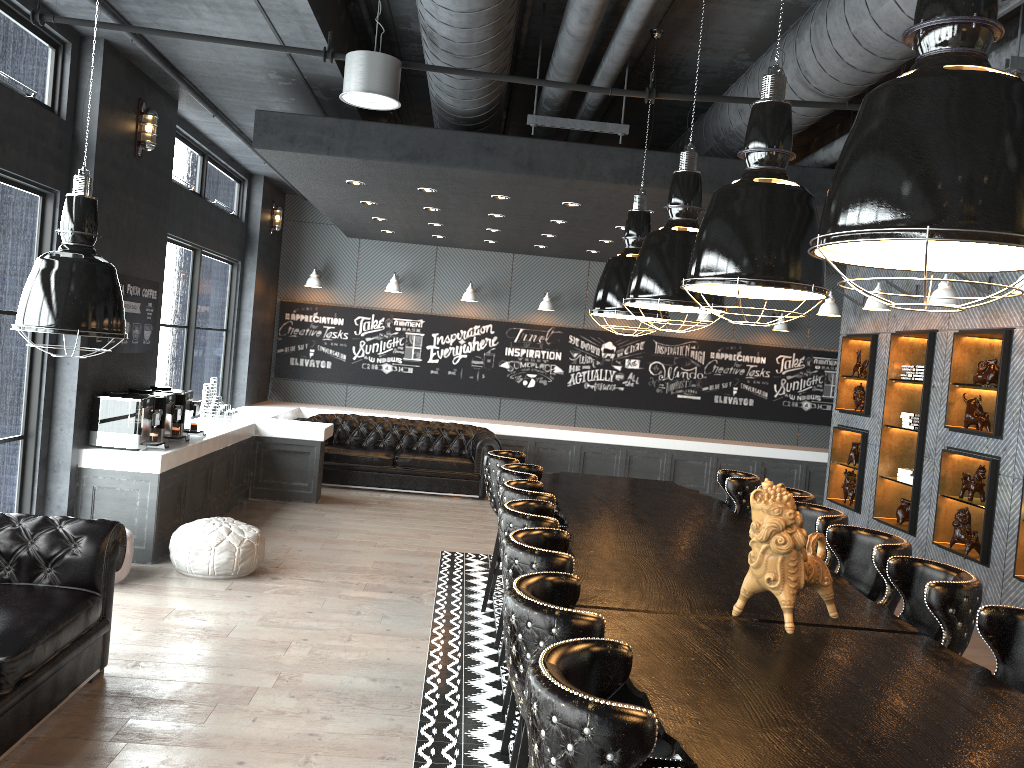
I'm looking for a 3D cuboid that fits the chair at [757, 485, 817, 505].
[{"bbox_3d":[1.616,1.221,5.722,0.568,1.092,0.504,5,1,-6],"label":"chair"}]

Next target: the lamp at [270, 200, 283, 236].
[{"bbox_3d":[-3.199,-2.251,12.083,0.139,0.480,0.145,5,1,-3],"label":"lamp"}]

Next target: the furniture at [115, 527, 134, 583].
[{"bbox_3d":[-2.954,1.174,6.134,0.615,0.420,0.610,5,2,-9],"label":"furniture"}]

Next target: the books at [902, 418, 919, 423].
[{"bbox_3d":[3.764,0.346,8.185,0.245,0.028,0.193,5,2,-3],"label":"books"}]

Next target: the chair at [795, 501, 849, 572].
[{"bbox_3d":[1.557,1.240,5.033,0.568,1.092,0.504,5,2,-13],"label":"chair"}]

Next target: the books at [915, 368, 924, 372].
[{"bbox_3d":[3.832,-0.118,8.063,0.193,0.028,0.245,4,2,-23],"label":"books"}]

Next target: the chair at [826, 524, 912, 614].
[{"bbox_3d":[1.593,1.267,4.330,0.568,1.092,0.504,5,1,-8],"label":"chair"}]

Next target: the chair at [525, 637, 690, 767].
[{"bbox_3d":[0.270,1.222,2.112,0.568,1.092,0.504,5,1,1],"label":"chair"}]

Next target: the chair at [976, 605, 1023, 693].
[{"bbox_3d":[1.581,1.315,2.886,0.568,1.092,0.504,5,1,-1],"label":"chair"}]

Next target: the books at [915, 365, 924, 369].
[{"bbox_3d":[3.835,-0.146,8.061,0.193,0.028,0.245,4,2,-31],"label":"books"}]

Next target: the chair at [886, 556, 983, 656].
[{"bbox_3d":[1.563,1.287,3.647,0.568,1.092,0.504,5,1,5],"label":"chair"}]

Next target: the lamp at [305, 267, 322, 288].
[{"bbox_3d":[-2.756,-1.511,12.589,0.244,0.287,0.490,6,2,13],"label":"lamp"}]

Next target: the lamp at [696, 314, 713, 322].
[{"bbox_3d":[2.815,-1.051,12.884,0.244,0.287,0.490,6,2,13],"label":"lamp"}]

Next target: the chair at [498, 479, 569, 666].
[{"bbox_3d":[0.166,1.116,4.957,0.568,1.092,0.504,5,1,-6],"label":"chair"}]

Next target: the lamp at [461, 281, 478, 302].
[{"bbox_3d":[-0.568,-1.323,12.705,0.244,0.287,0.490,6,2,13],"label":"lamp"}]

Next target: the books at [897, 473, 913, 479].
[{"bbox_3d":[3.723,0.861,8.229,0.166,0.024,0.227,5,2,-17],"label":"books"}]

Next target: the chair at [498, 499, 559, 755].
[{"bbox_3d":[0.172,1.141,4.253,0.568,1.092,0.504,5,1,0],"label":"chair"}]

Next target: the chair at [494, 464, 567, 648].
[{"bbox_3d":[0.140,1.090,5.672,0.568,1.092,0.504,5,1,6],"label":"chair"}]

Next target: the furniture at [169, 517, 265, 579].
[{"bbox_3d":[-2.209,1.213,6.663,0.679,0.383,0.679,5,2,-3],"label":"furniture"}]

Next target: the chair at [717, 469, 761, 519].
[{"bbox_3d":[1.475,1.184,6.459,0.568,1.092,0.504,5,1,6],"label":"chair"}]

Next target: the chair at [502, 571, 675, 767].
[{"bbox_3d":[0.210,1.194,2.796,0.568,1.092,0.504,5,1,-5],"label":"chair"}]

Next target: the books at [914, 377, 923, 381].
[{"bbox_3d":[3.825,-0.034,8.065,0.193,0.028,0.245,4,2,-24],"label":"books"}]

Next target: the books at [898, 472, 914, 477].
[{"bbox_3d":[3.747,0.840,8.231,0.243,0.024,0.175,5,2,-12],"label":"books"}]

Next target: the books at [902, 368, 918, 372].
[{"bbox_3d":[3.816,-0.129,8.350,0.193,0.028,0.245,5,2,2],"label":"books"}]

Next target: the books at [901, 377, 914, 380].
[{"bbox_3d":[3.808,-0.045,8.352,0.193,0.028,0.245,5,2,1],"label":"books"}]

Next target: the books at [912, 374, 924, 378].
[{"bbox_3d":[3.809,-0.064,8.078,0.193,0.028,0.245,5,2,-16],"label":"books"}]

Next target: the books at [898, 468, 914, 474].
[{"bbox_3d":[3.732,0.812,8.223,0.225,0.029,0.179,4,2,-20],"label":"books"}]

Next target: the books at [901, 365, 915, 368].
[{"bbox_3d":[3.818,-0.157,8.348,0.193,0.028,0.245,5,2,-6],"label":"books"}]

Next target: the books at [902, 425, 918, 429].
[{"bbox_3d":[3.769,0.404,8.187,0.245,0.028,0.193,5,2,-7],"label":"books"}]

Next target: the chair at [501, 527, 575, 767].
[{"bbox_3d":[0.197,1.167,3.543,0.568,1.092,0.504,5,1,1],"label":"chair"}]

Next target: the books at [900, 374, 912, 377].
[{"bbox_3d":[3.800,-0.075,8.371,0.193,0.028,0.245,5,2,9],"label":"books"}]

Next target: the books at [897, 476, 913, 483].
[{"bbox_3d":[3.730,0.891,8.215,0.179,0.034,0.243,4,2,-34],"label":"books"}]

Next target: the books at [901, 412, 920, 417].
[{"bbox_3d":[3.768,0.289,8.204,0.245,0.028,0.193,5,2,-10],"label":"books"}]

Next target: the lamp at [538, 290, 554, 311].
[{"bbox_3d":[0.524,-1.199,12.764,0.244,0.287,0.490,6,2,13],"label":"lamp"}]

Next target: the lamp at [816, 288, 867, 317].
[{"bbox_3d":[3.443,-0.849,9.244,0.490,0.287,0.243,6,2,13],"label":"lamp"}]

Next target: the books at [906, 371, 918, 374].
[{"bbox_3d":[3.853,-0.097,8.352,0.193,0.028,0.245,5,2,4],"label":"books"}]

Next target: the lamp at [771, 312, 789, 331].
[{"bbox_3d":[3.926,-0.916,12.944,0.244,0.287,0.490,6,2,13],"label":"lamp"}]

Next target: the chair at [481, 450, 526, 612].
[{"bbox_3d":[0.035,1.056,6.393,0.568,1.092,0.504,5,1,6],"label":"chair"}]

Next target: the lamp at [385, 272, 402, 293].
[{"bbox_3d":[-1.640,-1.448,12.647,0.244,0.287,0.490,6,2,13],"label":"lamp"}]

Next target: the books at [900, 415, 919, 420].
[{"bbox_3d":[3.754,0.317,8.204,0.245,0.028,0.193,5,2,0],"label":"books"}]

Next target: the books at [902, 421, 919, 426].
[{"bbox_3d":[3.742,0.374,8.145,0.245,0.028,0.193,5,2,6],"label":"books"}]

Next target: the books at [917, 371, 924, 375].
[{"bbox_3d":[3.865,-0.087,8.082,0.193,0.028,0.245,4,2,-21],"label":"books"}]
